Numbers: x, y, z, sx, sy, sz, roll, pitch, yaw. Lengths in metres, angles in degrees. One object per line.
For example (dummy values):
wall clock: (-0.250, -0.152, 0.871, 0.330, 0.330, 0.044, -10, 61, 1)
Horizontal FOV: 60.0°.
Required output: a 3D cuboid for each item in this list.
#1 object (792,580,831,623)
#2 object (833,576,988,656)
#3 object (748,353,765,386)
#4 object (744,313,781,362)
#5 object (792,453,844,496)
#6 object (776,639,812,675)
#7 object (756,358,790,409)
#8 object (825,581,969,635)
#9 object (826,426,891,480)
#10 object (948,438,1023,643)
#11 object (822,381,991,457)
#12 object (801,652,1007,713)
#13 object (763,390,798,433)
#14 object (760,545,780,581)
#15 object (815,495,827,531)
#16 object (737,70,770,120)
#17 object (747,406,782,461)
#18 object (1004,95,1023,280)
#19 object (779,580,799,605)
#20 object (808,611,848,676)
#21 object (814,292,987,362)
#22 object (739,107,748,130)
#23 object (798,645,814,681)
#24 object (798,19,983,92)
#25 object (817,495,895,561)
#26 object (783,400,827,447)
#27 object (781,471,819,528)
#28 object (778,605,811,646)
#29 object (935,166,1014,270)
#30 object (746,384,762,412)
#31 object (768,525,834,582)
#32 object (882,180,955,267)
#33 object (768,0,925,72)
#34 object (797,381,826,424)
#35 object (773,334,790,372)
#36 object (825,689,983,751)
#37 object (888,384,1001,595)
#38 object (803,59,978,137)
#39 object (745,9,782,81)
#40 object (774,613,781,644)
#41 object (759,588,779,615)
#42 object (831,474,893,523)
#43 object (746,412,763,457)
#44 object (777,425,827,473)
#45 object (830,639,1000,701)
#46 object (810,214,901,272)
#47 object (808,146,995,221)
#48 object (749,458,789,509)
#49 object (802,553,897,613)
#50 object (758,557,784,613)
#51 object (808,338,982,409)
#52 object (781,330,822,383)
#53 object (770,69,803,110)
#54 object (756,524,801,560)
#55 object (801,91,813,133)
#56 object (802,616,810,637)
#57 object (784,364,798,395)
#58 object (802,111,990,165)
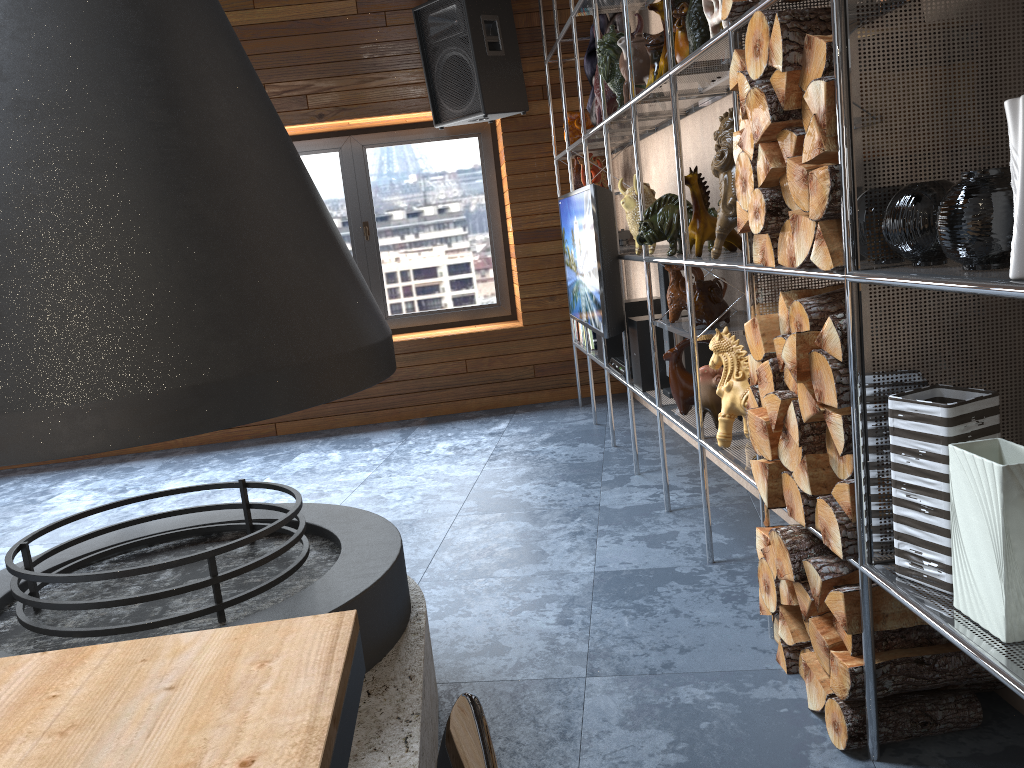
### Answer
object: (0.819, 0.474, 2.032, 0.330, 0.098, 0.107, -8, 10, -7)
object: (0.843, 0.485, 1.884, 0.288, 0.135, 0.109, -6, 9, 1)
object: (0.753, -0.040, 2.216, 0.308, 0.120, 0.098, -8, 10, -8)
object: (0.730, -0.127, 2.143, 0.299, 0.119, 0.151, -7, 9, -1)
object: (0.788, 0.173, 1.939, 0.330, 0.098, 0.104, -7, 10, -6)
object: (0.818, 0.652, 2.215, 0.303, 0.095, 0.087, -7, 9, -3)
object: (0.740, -0.026, 2.117, 0.290, 0.153, 0.112, -7, 9, -6)
object: (0.826, 0.439, 1.839, 0.331, 0.105, 0.105, -8, 10, -6)
object: (0.815, 0.116, 1.841, 0.286, 0.143, 0.143, -7, 9, -4)
object: (0.792, 0.247, 1.433, 0.092, 0.287, 0.148, -7, 9, -3)
object: (0.791, 0.065, 1.778, 0.309, 0.121, 0.111, -7, 9, -4)
object: (0.883, 0.665, 1.983, 0.428, 0.131, 0.154, -7, 9, -3)
object: (0.752, 0.044, 2.032, 0.330, 0.098, 0.107, -8, 10, -7)
object: (0.794, 0.404, 2.190, 0.329, 0.107, 0.128, -7, 9, -3)
object: (0.814, 0.265, 1.916, 0.303, 0.095, 0.087, -7, 9, -3)
object: (0.695, -0.669, 1.976, 0.362, 0.115, 0.098, -7, 9, -4)
object: (0.765, 0.091, 2.131, 0.374, 0.131, 0.115, -8, 10, -8)
object: (0.769, -0.274, 1.202, 0.175, 0.241, 0.165, -1, 11, 32)
object: (0.814, 0.474, 2.113, 0.331, 0.110, 0.101, -7, 9, -1)
object: (0.830, 0.546, 1.966, 0.329, 0.135, 0.095, -8, 10, -7)
object: (0.767, -0.122, 1.764, 0.308, 0.107, 0.121, -8, 10, -7)
object: (0.696, -0.656, 2.081, 0.299, 0.114, 0.135, -7, 10, -5)
object: (0.847, 0.654, 2.106, 0.299, 0.114, 0.135, -7, 10, -5)
object: (0.721, -0.631, 1.703, 0.299, 0.119, 0.151, -7, 9, -1)
object: (0.792, 0.273, 1.826, 0.287, 0.112, 0.126, -7, 9, -4)
object: (0.775, 0.067, 1.955, 0.331, 0.110, 0.101, -7, 9, -1)
object: (0.782, 0.238, 2.021, 0.299, 0.114, 0.135, -7, 10, -5)
object: (0.824, 0.569, 2.163, 0.330, 0.098, 0.104, -7, 10, -6)
object: (0.747, -0.259, 1.392, 0.151, 0.154, 0.151, -6, 9, 0)
object: (0.753, 0.016, 2.205, 0.331, 0.110, 0.107, -7, 9, -5)
object: (0.781, 0.383, 2.065, 0.321, 0.128, 0.164, -7, 9, -4)
object: (0.734, -0.283, 1.566, 0.150, 0.146, 0.148, -11, 10, -23)
object: (0.666, -0.696, 1.784, 0.289, 0.121, 0.107, -7, 9, -2)
object: (0.782, 0.023, 1.860, 0.329, 0.107, 0.128, -7, 9, -3)
object: (0.765, -0.085, 2.039, 0.303, 0.090, 0.098, -7, 9, -4)
object: (0.829, 0.698, 1.881, 0.312, 0.110, 0.103, -8, 10, -7)
object: (0.790, 0.187, 1.618, 0.140, 0.347, 0.139, -11, 10, -23)
object: (0.717, -0.539, 1.680, 0.308, 0.120, 0.098, -8, 10, -8)
object: (0.663, -0.725, 1.879, 0.312, 0.150, 0.140, -8, 10, -7)
object: (0.838, 0.625, 2.303, 0.287, 0.112, 0.126, -7, 9, -4)
object: (0.804, 0.557, 2.311, 0.303, 0.088, 0.095, -7, 10, -5)
object: (0.810, 0.206, 1.795, 0.303, 0.088, 0.095, -7, 10, -5)
object: (0.765, 0.105, 2.235, 0.321, 0.109, 0.110, -7, 9, -3)
object: (0.763, 0.124, 2.018, 0.288, 0.118, 0.147, -8, 10, -7)
object: (0.843, 0.597, 1.861, 0.321, 0.109, 0.110, -7, 9, -3)
object: (0.753, -0.288, 1.714, 0.330, 0.105, 0.107, -7, 10, -6)
object: (0.740, -0.380, 1.691, 0.321, 0.109, 0.110, -7, 9, -3)
object: (0.778, 0.212, 2.145, 0.362, 0.131, 0.154, -7, 9, -3)
object: (0.811, 0.418, 1.965, 0.309, 0.131, 0.099, -8, 10, -7)
object: (0.782, 0.490, 2.239, 0.286, 0.143, 0.143, -7, 9, -4)
object: (0.763, -0.032, 1.775, 0.299, 0.114, 0.135, -7, 10, -5)
object: (0.757, -0.079, 1.871, 0.362, 0.115, 0.098, -7, 9, -4)
object: (0.692, -0.619, 1.815, 0.303, 0.090, 0.098, -7, 9, -4)
object: (0.792, 0.418, 2.281, 0.309, 0.121, 0.111, -7, 9, -4)
object: (0.732, -0.544, 1.759, 0.290, 0.153, 0.112, -7, 9, -6)
object: (0.840, 0.544, 2.072, 0.288, 0.118, 0.147, -8, 10, -7)
object: (0.786, -0.039, 1.971, 0.321, 0.128, 0.164, -7, 9, -4)
object: (0.731, -0.475, 1.690, 0.331, 0.110, 0.107, -7, 9, -5)
